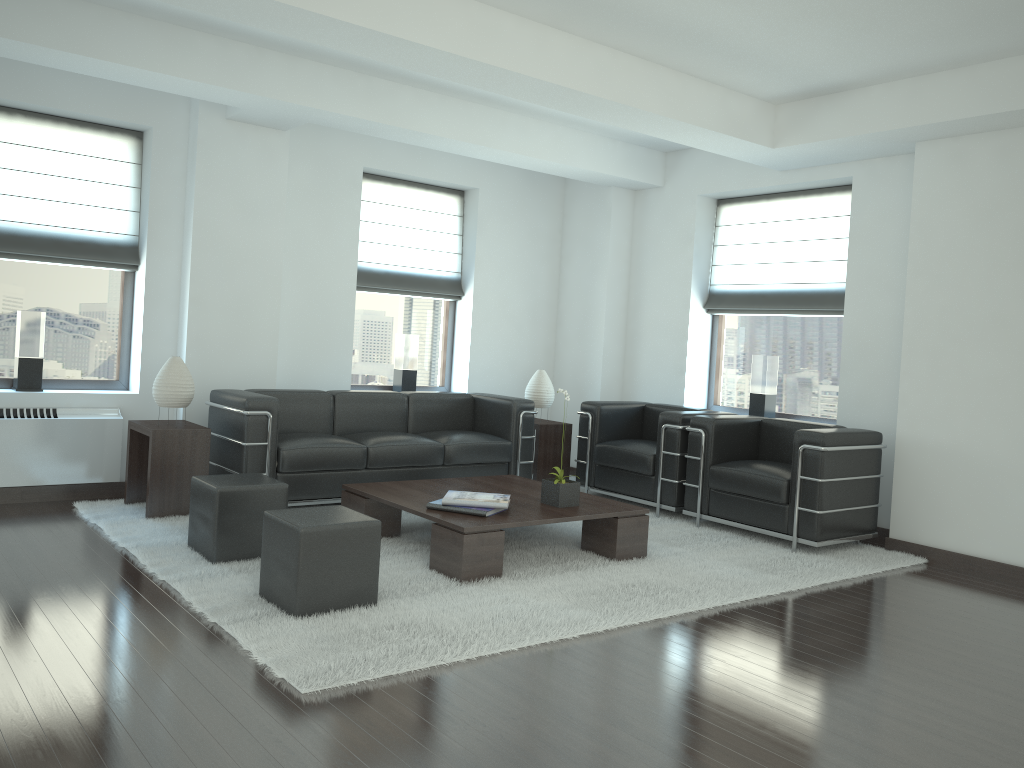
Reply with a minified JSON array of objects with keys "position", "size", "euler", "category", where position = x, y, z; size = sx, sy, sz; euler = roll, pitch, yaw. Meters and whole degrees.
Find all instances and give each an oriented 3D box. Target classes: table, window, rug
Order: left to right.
[{"position":[-4.697,-1.313,8.913],"size":[1.699,2.730,0.146],"euler":[2,1,-38],"category":"window"},{"position":[-3.253,0.802,8.351],"size":[0.526,0.844,0.787],"euler":[2,2,-38],"category":"table"},{"position":[-1.461,-1.241,11.435],"size":[1.699,2.730,0.146],"euler":[2,1,-38],"category":"window"},{"position":[-0.182,1.205,7.768],"size":[1.935,0.441,1.924],"euler":[1,3,-38],"category":"table"},{"position":[-0.173,1.369,8.323],"size":[6.248,0.110,5.176],"euler":[1,3,-38],"category":"rug"},{"position":[0.276,0.881,11.100],"size":[0.526,0.844,0.787],"euler":[2,2,-38],"category":"table"},{"position":[3.296,-0.916,10.598],"size":[0.146,2.730,2.135],"euler":[3,2,-38],"category":"window"}]

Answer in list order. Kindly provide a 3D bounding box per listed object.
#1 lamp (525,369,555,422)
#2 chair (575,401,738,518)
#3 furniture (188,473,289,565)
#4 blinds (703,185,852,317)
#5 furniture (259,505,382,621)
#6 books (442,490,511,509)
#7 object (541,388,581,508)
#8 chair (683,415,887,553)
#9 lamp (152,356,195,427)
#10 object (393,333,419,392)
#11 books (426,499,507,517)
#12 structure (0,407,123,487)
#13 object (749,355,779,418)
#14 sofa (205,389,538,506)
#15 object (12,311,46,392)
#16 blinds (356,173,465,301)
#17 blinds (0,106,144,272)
[{"position":[0.344,0.141,11.031],"size":[0.374,0.654,0.375],"euler":[3,1,-9],"category":"lamp"},{"position":[1.638,0.835,10.185],"size":[1.123,1.170,1.648],"euler":[2,3,-38],"category":"chair"},{"position":[-2.162,1.040,6.991],"size":[0.587,0.579,0.603],"euler":[2,2,-38],"category":"furniture"},{"position":[3.203,-1.545,10.482],"size":[0.222,1.475,2.126],"euler":[3,2,-38],"category":"blinds"},{"position":[-1.266,1.149,5.837],"size":[0.587,0.579,0.603],"euler":[2,2,-38],"category":"furniture"},{"position":[-0.282,0.938,7.179],"size":[0.518,0.045,0.446],"euler":[4,3,3],"category":"books"},{"position":[0.419,0.533,7.571],"size":[0.252,0.991,0.336],"euler":[3,1,-38],"category":"object"},{"position":[2.664,0.960,8.851],"size":[1.123,1.170,1.648],"euler":[2,3,-38],"category":"chair"},{"position":[-3.166,0.063,8.296],"size":[0.374,0.654,0.375],"euler":[3,2,-34],"category":"lamp"},{"position":[-1.352,-0.247,11.281],"size":[0.238,0.776,0.243],"euler":[3,1,-38],"category":"object"},{"position":[-0.353,0.982,7.120],"size":[0.519,0.045,0.446],"euler":[5,3,23],"category":"books"},{"position":[-4.524,0.591,8.460],"size":[1.460,0.726,0.194],"euler":[2,2,-38],"category":"structure"},{"position":[2.967,0.051,10.454],"size":[0.238,0.776,0.243],"euler":[3,1,-38],"category":"object"},{"position":[-1.397,0.686,9.493],"size":[3.474,1.169,1.125],"euler":[1,3,-38],"category":"sofa"},{"position":[-4.716,-0.322,8.660],"size":[0.238,0.776,0.243],"euler":[3,1,-38],"category":"object"},{"position":[-1.320,-1.855,11.303],"size":[1.685,1.475,0.222],"euler":[2,2,-38],"category":"blinds"},{"position":[-4.556,-1.927,8.782],"size":[1.685,1.475,0.222],"euler":[2,2,-38],"category":"blinds"}]
